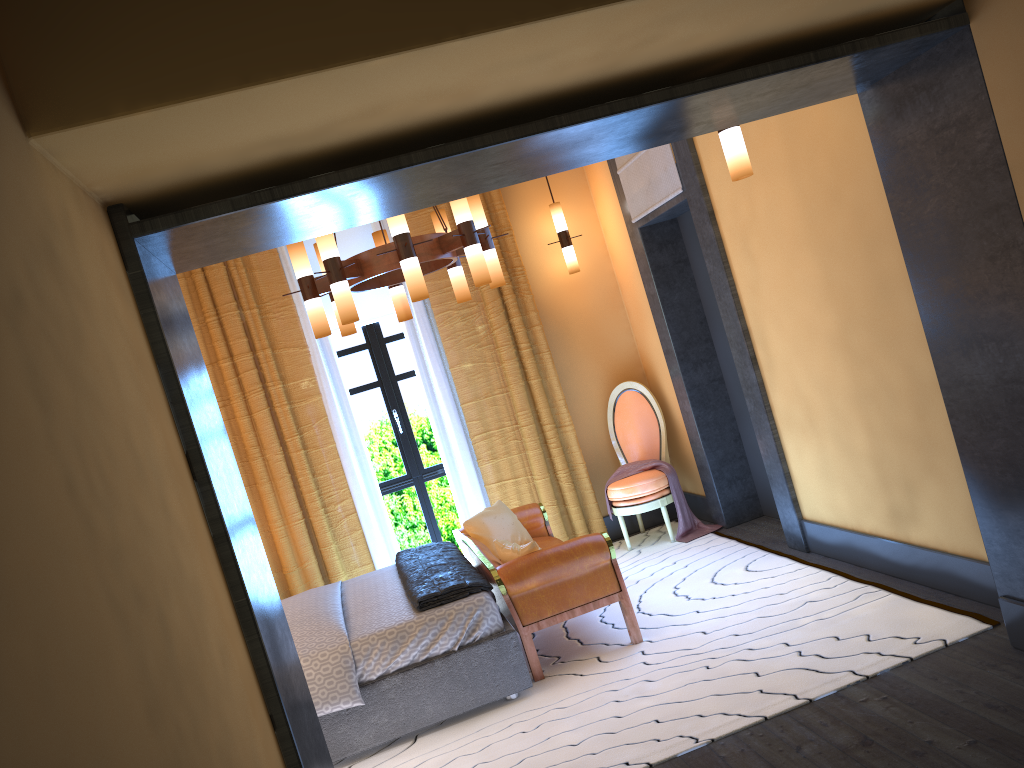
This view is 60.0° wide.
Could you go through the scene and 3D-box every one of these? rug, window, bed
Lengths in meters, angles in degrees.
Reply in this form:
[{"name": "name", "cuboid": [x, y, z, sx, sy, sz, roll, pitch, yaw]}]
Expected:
[{"name": "rug", "cuboid": [-0.120, 1.527, 4.810, 3.698, 0.016, 3.388, -17, 2, -11]}, {"name": "window", "cuboid": [-0.894, 0.145, 6.752, 1.199, 3.003, 0.130, -17, 3, -11]}, {"name": "bed", "cuboid": [-1.153, 1.364, 4.789, 2.104, 0.825, 1.889, -17, 2, -11]}]

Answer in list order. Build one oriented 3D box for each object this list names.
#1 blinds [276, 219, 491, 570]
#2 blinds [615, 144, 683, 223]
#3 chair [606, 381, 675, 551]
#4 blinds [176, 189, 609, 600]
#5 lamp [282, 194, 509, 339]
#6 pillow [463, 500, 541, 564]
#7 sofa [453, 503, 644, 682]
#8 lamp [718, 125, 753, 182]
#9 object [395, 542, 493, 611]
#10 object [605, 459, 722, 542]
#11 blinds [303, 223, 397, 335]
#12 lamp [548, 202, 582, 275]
[{"name": "blinds", "cuboid": [-1.042, -0.369, 6.402, 2.047, 4.079, 0.237, -17, 3, -13]}, {"name": "blinds", "cuboid": [0.695, -1.871, 5.599, 0.042, 1.578, 0.895, -17, 2, -11]}, {"name": "chair", "cuboid": [0.905, 0.572, 6.434, 0.501, 1.148, 0.630, -16, 3, 22]}, {"name": "blinds", "cuboid": [-0.997, -0.405, 6.327, 2.448, 4.150, 0.134, -17, 3, -11]}, {"name": "lamp", "cuboid": [-0.837, -1.420, 4.612, 1.142, 2.170, 1.138, -16, 2, 12]}, {"name": "pillow", "cuboid": [-0.666, 1.073, 5.506, 2.634, 0.407, 1.143, -16, 2, 31]}, {"name": "sofa", "cuboid": [0.137, 1.108, 5.118, 0.649, 0.641, 1.615, -17, 2, -11]}, {"name": "lamp", "cuboid": [0.850, -1.082, 3.547, 0.200, 0.532, 0.198, -15, 3, 34]}, {"name": "object", "cuboid": [-0.424, 1.029, 4.928, 0.404, 0.105, 1.461, -17, 2, -11]}, {"name": "object", "cuboid": [1.048, 0.822, 6.354, 0.805, 0.572, 0.427, -16, 3, 37]}, {"name": "blinds", "cuboid": [-1.201, -0.873, 6.692, 1.199, 0.874, 0.013, -17, 3, -11]}, {"name": "lamp", "cuboid": [0.390, -1.079, 6.570, 0.200, 0.532, 0.198, -15, 3, 34]}]
